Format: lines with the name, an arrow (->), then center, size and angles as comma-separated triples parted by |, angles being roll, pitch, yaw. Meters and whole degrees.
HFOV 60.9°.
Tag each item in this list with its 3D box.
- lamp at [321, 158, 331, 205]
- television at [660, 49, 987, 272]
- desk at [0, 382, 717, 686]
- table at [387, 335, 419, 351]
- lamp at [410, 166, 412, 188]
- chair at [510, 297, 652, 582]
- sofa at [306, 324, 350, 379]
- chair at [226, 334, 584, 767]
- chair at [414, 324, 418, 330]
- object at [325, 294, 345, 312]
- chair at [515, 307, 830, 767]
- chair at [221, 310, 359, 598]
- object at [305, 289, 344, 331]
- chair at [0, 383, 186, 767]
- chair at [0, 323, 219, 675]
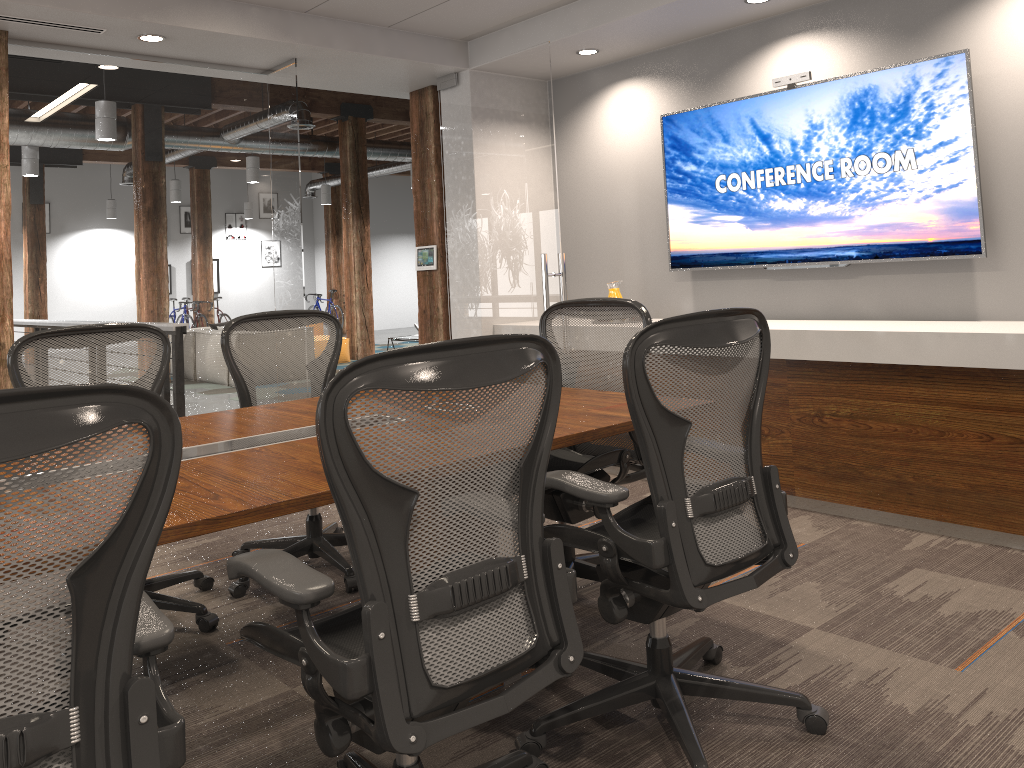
lamp -> -3.931, -4.690, 18.277 | 0.206, 1.874, 0.201 | 0, -5, -41
television -> 1.636, -1.207, 4.938 | 0.065, 1.110, 1.903 | 0, 1, -41
desk -> -2.049, 0.765, 1.296 | 6.080, 0.756, 1.400 | -9, 8, -41
table -> -1.129, -0.450, 11.711 | 0.855, 0.388, 0.840 | -8, 7, -41
lamp -> -1.772, -4.490, 15.835 | 0.206, 1.874, 0.201 | 0, -5, -41
chair -> 0.210, 0.236, 3.245 | 0.766, 1.097, 0.795 | -3, 0, 32
sofa -> -3.174, -0.499, 12.033 | 2.458, 0.688, 2.536 | -9, 9, -41
chair -> -0.249, 0.441, 1.827 | 0.804, 1.097, 0.757 | -3, 0, -31
chair -> -1.148, -0.862, 13.057 | 0.677, 0.926, 0.787 | -3, 1, -14
object -> -3.942, -1.696, 20.332 | 0.410, 1.037, 1.731 | -1, 3, -35
chair -> 0.347, 0.342, 2.360 | 0.805, 1.097, 0.756 | -3, 0, -40
chair -> -0.841, 0.232, 3.700 | 0.804, 1.097, 0.757 | -3, 0, -35
object -> -4.327, -1.637, 19.971 | 0.402, 1.046, 1.733 | -1, 3, -35
chair -> -0.860, 0.547, 1.246 | 0.788, 1.097, 0.773 | -3, 0, 34
chair -> -1.448, 0.325, 3.224 | 0.788, 1.097, 0.772 | -3, 0, 32
